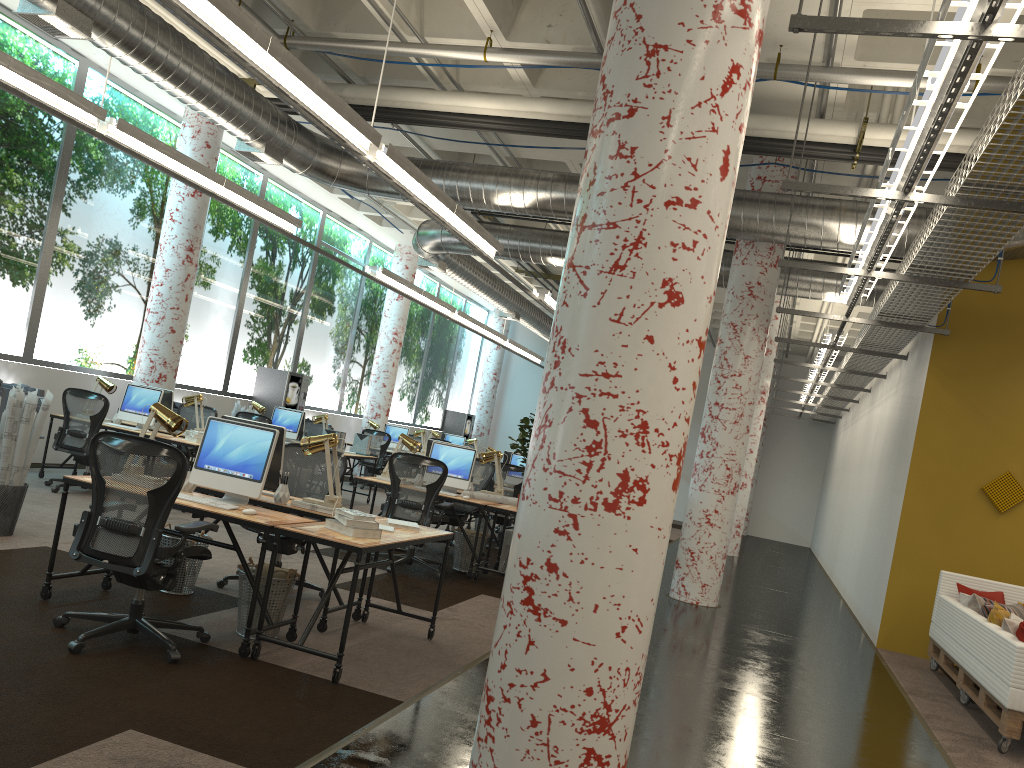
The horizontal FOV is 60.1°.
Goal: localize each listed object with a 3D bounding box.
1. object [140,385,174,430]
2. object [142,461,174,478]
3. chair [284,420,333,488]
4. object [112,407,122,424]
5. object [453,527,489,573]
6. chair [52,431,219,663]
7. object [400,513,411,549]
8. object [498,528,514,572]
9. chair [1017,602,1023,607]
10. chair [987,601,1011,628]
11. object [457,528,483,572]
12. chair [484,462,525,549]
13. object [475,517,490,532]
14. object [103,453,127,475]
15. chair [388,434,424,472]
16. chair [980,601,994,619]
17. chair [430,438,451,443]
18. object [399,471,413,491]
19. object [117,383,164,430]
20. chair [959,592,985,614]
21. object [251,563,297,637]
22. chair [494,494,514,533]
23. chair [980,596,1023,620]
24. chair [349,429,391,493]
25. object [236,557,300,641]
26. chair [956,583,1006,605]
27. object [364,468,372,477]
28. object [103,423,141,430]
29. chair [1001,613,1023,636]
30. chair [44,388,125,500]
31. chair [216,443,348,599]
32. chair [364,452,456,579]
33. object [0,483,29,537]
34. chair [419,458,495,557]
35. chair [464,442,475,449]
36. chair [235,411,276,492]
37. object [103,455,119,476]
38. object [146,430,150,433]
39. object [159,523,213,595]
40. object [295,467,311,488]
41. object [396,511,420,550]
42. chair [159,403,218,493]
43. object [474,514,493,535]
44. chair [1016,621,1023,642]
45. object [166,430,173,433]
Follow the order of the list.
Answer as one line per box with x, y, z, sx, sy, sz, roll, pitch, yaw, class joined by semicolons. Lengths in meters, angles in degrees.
-4.279;0.283;10.564;0.482;0.485;0.190;10;-1;17;object
-3.997;1.062;9.926;0.358;0.435;0.354;10;-2;13;object
-3.278;1.119;14.165;0.770;1.085;0.793;11;-1;0;chair
-4.506;0.356;10.136;0.102;0.209;0.101;11;-1;-28;object
-0.437;1.649;8.857;0.358;0.435;0.354;10;-2;13;object
-1.940;0.811;4.662;0.770;1.085;0.793;11;-1;0;chair
-1.207;1.554;9.471;0.234;0.403;0.120;10;-1;17;object
0.071;1.765;9.313;0.220;0.454;0.543;10;-2;17;object
4.731;2.177;7.748;0.520;0.381;0.367;10;-2;13;chair
3.756;1.901;6.700;0.315;0.438;0.549;10;-2;29;chair
-0.413;1.672;8.931;0.234;0.403;0.120;10;-1;17;object
-0.111;1.550;11.330;0.770;1.085;0.793;11;-1;0;chair
-0.406;1.905;12.495;0.234;0.403;0.120;10;-1;17;object
-4.738;0.963;10.614;0.358;0.435;0.354;10;-2;13;object
-2.174;1.553;17.988;0.770;1.085;0.793;11;-1;0;chair
3.929;1.991;7.106;0.339;0.408;0.526;10;-2;33;chair
-1.602;1.739;19.310;0.770;1.085;0.793;11;-1;0;chair
-2.003;1.859;16.819;0.234;0.403;0.120;10;-1;17;object
-4.178;0.268;9.983;0.482;0.485;0.190;10;-1;17;object
3.983;1.996;7.522;0.333;0.437;0.548;10;-2;22;chair
-1.441;1.285;5.287;0.234;0.403;0.120;10;-1;17;object
0.217;1.718;13.124;0.770;1.085;0.793;11;-1;0;chair
4.338;2.098;7.682;0.517;0.392;0.357;11;-2;-14;chair
-2.502;1.386;16.195;0.770;1.085;0.793;11;-1;0;chair
-1.465;1.262;5.213;0.358;0.435;0.354;10;-2;13;object
4.259;2.060;7.964;0.535;0.437;0.286;11;-1;-11;chair
-2.797;1.741;17.360;0.234;0.403;0.120;10;-1;17;object
-4.308;0.469;9.776;0.438;0.017;0.119;10;-3;17;object
3.675;1.882;6.326;0.330;0.401;0.528;10;-2;36;chair
-4.472;0.611;9.375;0.770;1.085;0.793;11;-1;0;chair
-1.612;0.979;6.456;0.770;1.085;0.793;11;-1;0;chair
-0.912;1.198;8.306;0.770;1.085;0.793;11;-1;0;chair
-3.849;0.925;6.623;0.354;0.398;0.352;12;-2;-28;object
-0.584;1.366;10.100;0.770;1.085;0.793;11;-1;0;chair
-1.273;1.907;21.104;0.770;1.085;0.793;11;-1;0;chair
-3.606;0.951;12.371;0.770;1.085;0.793;11;-1;0;chair
-4.767;0.967;10.540;0.234;0.403;0.120;10;-1;17;object
-3.999;0.514;9.676;0.059;0.029;0.107;10;-3;18;object
-2.206;1.163;5.901;0.358;0.435;0.354;10;-2;13;object
-3.108;1.425;12.996;0.234;0.403;0.120;10;-1;17;object
-1.178;1.550;9.546;0.358;0.435;0.354;10;-2;13;object
-4.144;0.779;11.168;0.770;1.085;0.793;11;-1;0;chair
-0.377;1.902;12.570;0.358;0.435;0.354;10;-2;13;object
3.512;1.805;5.907;0.300;0.444;0.537;10;-2;33;chair
-4.003;0.467;10.410;0.102;0.209;0.101;11;-1;-28;object
